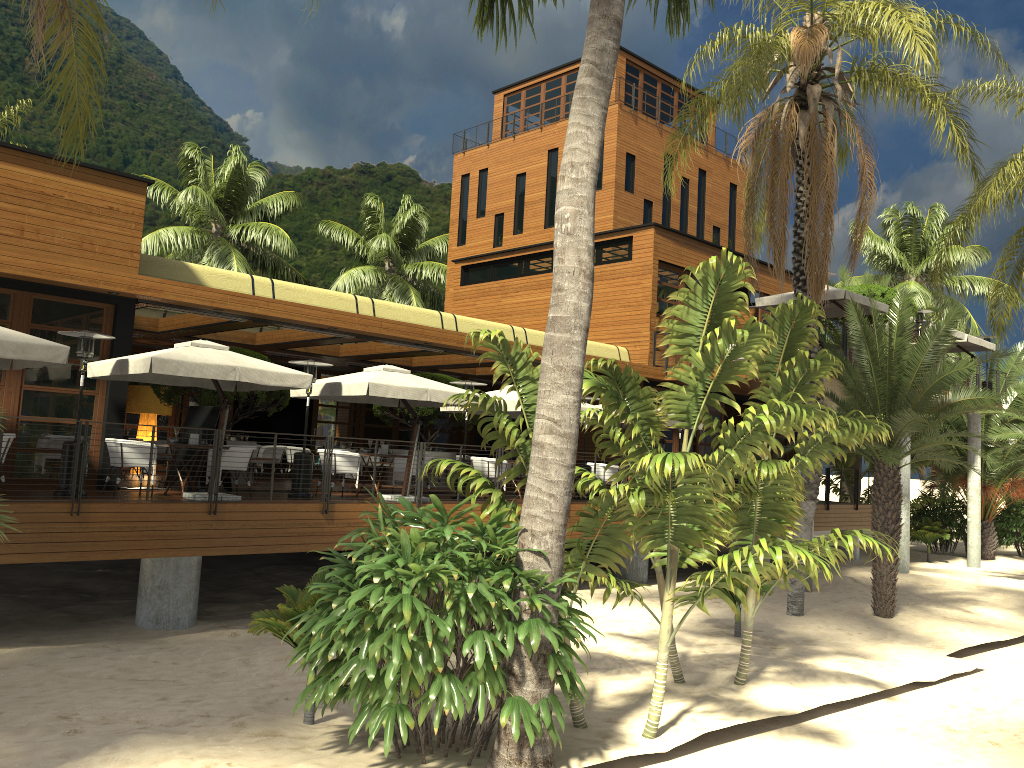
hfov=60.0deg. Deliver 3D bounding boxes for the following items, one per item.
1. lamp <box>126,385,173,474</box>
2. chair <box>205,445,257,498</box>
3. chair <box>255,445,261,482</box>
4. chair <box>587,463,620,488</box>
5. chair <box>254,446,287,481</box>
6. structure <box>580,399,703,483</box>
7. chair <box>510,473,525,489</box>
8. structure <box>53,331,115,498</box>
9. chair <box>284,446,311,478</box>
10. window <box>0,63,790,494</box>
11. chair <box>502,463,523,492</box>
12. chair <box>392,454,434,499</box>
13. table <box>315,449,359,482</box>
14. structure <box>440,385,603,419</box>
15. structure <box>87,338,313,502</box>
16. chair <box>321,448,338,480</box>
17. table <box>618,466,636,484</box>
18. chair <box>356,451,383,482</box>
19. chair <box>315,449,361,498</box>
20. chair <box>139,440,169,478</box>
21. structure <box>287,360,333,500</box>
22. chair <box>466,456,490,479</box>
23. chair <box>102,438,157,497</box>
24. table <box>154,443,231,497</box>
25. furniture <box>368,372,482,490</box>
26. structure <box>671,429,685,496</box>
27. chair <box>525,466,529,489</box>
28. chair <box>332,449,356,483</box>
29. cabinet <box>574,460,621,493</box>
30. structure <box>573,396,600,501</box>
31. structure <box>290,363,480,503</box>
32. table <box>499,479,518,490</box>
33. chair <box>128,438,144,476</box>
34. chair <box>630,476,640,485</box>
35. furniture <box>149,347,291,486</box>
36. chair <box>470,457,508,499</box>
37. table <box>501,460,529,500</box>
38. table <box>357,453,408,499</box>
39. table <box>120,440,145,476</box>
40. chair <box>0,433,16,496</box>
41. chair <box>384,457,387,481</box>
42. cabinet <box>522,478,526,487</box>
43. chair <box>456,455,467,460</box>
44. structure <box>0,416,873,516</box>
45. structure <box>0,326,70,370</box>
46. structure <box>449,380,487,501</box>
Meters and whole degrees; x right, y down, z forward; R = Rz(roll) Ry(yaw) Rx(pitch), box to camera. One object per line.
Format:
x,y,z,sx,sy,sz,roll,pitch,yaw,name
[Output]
-8.248,1.071,20.045,0.973,2.014,0.971,0,-6,26,lamp
-4.264,1.319,13.506,0.616,0.789,0.627,8,-7,-43,chair
-5.753,1.685,19.050,0.627,0.789,0.616,7,-7,-38,chair
1.971,2.144,19.515,0.616,0.789,0.627,8,-7,-43,chair
-5.495,1.792,20.194,0.616,0.789,0.627,7,-7,-38,chair
2.610,1.445,20.013,2.410,2.337,2.412,8,-7,-44,structure
0.202,2.313,22.810,0.627,0.789,0.615,3,-5,2,chair
-5.691,0.382,11.648,0.699,2.196,0.698,-1,-7,34,structure
-5.204,1.905,21.399,0.616,0.789,0.627,5,-6,-23,chair
0.751,-5.919,27.529,14.490,17.995,38.346,1,-5,23,window
0.018,2.171,21.165,0.627,0.789,0.615,3,-5,2,chair
-1.760,1.650,15.905,0.616,0.789,0.627,8,-7,-43,chair
-4.263,2.003,21.756,1.166,0.750,1.164,1,-5,26,table
0.186,1.126,17.691,2.410,2.337,2.412,8,-7,-44,structure
-4.662,0.486,13.045,2.410,2.337,2.412,8,-7,-44,structure
-4.570,2.031,22.531,0.627,0.789,0.616,5,-6,-23,chair
2.498,2.229,19.978,0.930,0.751,0.931,8,-7,-44,table
-3.492,2.046,21.996,0.616,0.789,0.627,5,-6,-23,chair
-2.934,1.497,14.814,0.616,0.789,0.627,8,-7,-43,chair
-7.148,1.519,17.930,0.616,0.789,0.626,4,-5,-13,chair
-3.251,0.704,13.986,0.699,2.196,0.698,-1,-7,34,structure
-0.855,2.195,22.054,0.617,0.789,0.626,3,-5,2,chair
-5.397,1.173,12.455,0.616,0.789,0.627,8,-7,-43,chair
-4.800,1.266,12.984,0.930,0.751,0.931,8,-7,-44,table
-2.027,1.094,20.996,2.615,2.727,2.690,-1,-6,37,furniture
3.939,1.652,20.877,0.699,2.196,0.698,-1,-7,34,structure
0.650,1.967,18.215,0.616,0.789,0.627,8,-7,-43,chair
-4.039,1.933,20.959,0.627,0.789,0.616,5,-6,-23,chair
2.116,2.441,23.343,0.556,0.839,1.610,8,-7,-44,cabinet
1.536,1.335,18.574,0.699,2.196,0.698,-1,-7,34,structure
-2.238,0.806,15.368,2.410,2.337,2.412,8,-7,-44,structure
0.030,2.260,22.034,1.164,0.750,1.165,7,-6,-38,table
-8.117,1.523,18.643,0.627,0.789,0.616,4,-5,-13,chair
3.103,2.291,20.566,0.616,0.789,0.627,8,-7,-43,chair
-5.795,0.605,17.481,2.569,2.727,2.714,2,-5,11,furniture
-0.482,1.821,17.165,0.616,0.789,0.627,8,-7,-43,chair
0.061,1.907,17.643,0.930,0.751,0.931,8,-7,-44,table
-2.369,1.587,15.314,0.930,0.751,0.931,8,-7,-44,table
-8.009,1.479,17.796,1.166,0.750,1.164,2,-5,15,table
-6.673,1.002,11.197,0.616,0.789,0.627,8,-7,-43,chair
-3.144,2.226,23.984,0.617,0.789,0.626,3,-5,2,chair
0.990,2.473,24.510,0.556,0.839,1.610,8,-7,-44,cabinet
-1.524,2.307,23.894,0.617,0.789,0.626,3,-5,2,chair
1.615,1.940,17.493,26.231,1.155,0.163,8,-7,-44,structure
-7.086,0.167,10.722,2.410,2.337,2.412,8,-7,-44,structure
-0.861,1.019,16.277,0.699,2.196,0.698,-1,-7,34,structure
